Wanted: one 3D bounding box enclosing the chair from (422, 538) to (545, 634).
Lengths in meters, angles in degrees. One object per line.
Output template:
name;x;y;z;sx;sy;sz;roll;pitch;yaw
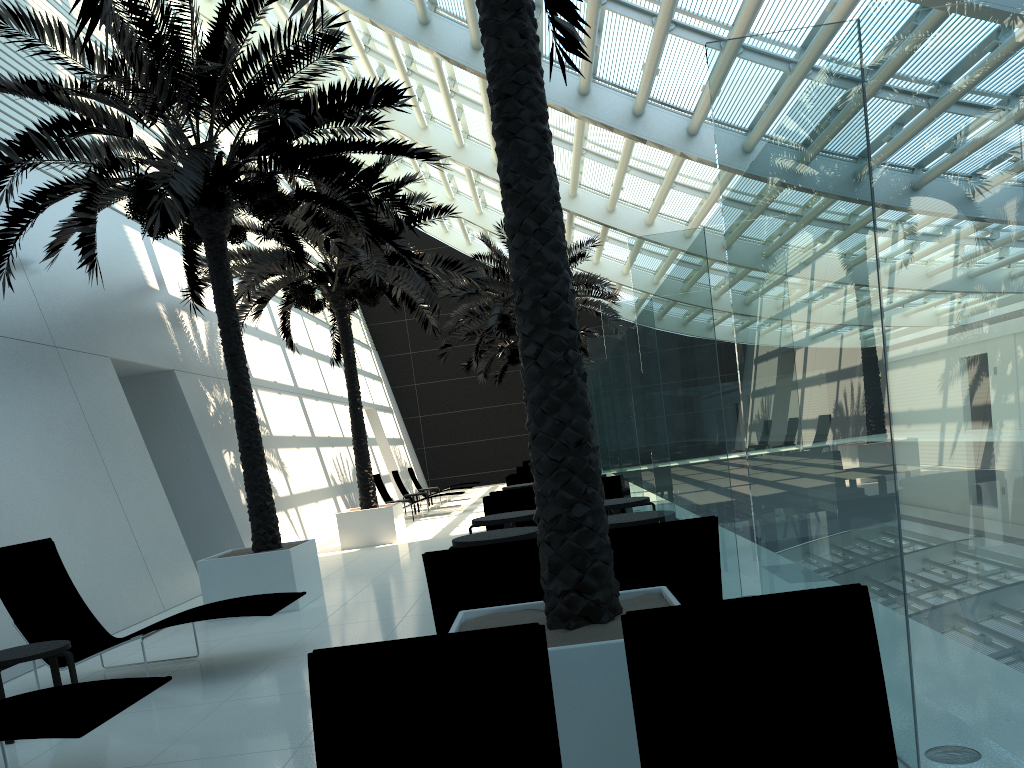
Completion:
chair;-0.080;1.360;5.310;0.717;0.894;0.881;-7;1;2

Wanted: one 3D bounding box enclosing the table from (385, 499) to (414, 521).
table;-2.565;2.904;19.814;0.559;0.521;0.545;-7;1;41

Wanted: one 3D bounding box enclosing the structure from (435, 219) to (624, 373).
structure;0.607;-0.596;22.453;4.815;7.077;4.410;-8;3;-4

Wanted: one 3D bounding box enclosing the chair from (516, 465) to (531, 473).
chair;0.492;2.368;20.626;0.717;0.894;0.881;-7;1;2

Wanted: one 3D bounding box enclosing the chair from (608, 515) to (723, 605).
chair;0.844;1.234;5.260;0.717;0.894;0.881;-7;1;2

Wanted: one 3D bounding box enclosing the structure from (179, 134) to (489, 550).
structure;-2.997;-0.565;15.217;4.323;6.950;4.553;-5;4;36

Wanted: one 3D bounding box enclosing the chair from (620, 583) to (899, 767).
chair;0.710;1.031;2.137;0.717;0.894;0.881;-7;1;2

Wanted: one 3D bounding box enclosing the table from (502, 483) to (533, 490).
table;0.229;1.973;13.749;0.686;0.787;0.668;-6;3;41

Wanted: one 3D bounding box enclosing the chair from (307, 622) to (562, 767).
chair;-0.214;1.157;2.186;0.717;0.894;0.881;-7;1;2

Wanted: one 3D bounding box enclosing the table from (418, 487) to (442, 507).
table;-2.365;3.247;25.036;0.559;0.521;0.545;-7;1;45

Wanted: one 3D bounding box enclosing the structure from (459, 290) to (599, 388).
structure;0.944;-0.065;30.592;4.420;7.075;4.808;-9;3;-19

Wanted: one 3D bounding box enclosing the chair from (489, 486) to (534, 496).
chair;0.142;1.741;11.101;0.717;0.894;0.881;-7;1;2

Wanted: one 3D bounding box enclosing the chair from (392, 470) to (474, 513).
chair;-2.086;2.772;23.491;2.039;1.167;0.914;-8;2;3

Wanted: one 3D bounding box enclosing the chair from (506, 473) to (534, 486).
chair;0.278;2.002;15.045;0.717;0.894;0.881;-7;1;2

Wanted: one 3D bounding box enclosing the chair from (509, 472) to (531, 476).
chair;0.358;2.111;16.741;0.717;0.894;0.881;-7;1;2

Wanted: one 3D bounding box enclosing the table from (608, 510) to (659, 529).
table;0.903;1.366;6.442;0.685;0.787;0.669;-6;3;45

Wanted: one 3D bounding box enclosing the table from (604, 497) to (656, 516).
table;0.974;1.471;8.058;0.686;0.787;0.668;-6;3;41

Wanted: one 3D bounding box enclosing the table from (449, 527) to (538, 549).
table;-0.058;1.498;6.493;0.685;0.787;0.669;-6;3;45

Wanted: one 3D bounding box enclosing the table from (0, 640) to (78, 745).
table;-3.108;1.972;5.626;0.559;0.521;0.545;-7;1;45

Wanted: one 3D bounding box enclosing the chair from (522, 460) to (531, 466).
chair;0.709;2.742;26.315;0.717;0.894;0.881;-7;1;2

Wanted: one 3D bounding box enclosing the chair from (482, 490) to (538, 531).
chair;0.062;1.630;9.393;0.717;0.894;0.881;-7;1;2

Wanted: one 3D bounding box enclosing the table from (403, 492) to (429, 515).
table;-2.467;3.073;22.385;0.559;0.521;0.545;-7;1;45

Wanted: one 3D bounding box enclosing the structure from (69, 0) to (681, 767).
structure;-0.120;-1.853;3.317;4.855;7.077;4.374;-6;4;21

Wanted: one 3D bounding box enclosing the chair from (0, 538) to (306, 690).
chair;-2.727;1.671;6.732;2.039;1.167;0.914;-8;2;3

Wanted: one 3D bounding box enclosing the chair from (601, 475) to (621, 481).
chair;1.066;1.614;11.051;0.717;0.894;0.881;-7;1;2

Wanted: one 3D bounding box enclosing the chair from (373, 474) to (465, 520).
chair;-2.184;2.603;20.920;2.039;1.167;0.914;-8;2;3

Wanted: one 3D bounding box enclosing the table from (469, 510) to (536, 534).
table;0.013;1.603;8.109;0.686;0.787;0.668;-6;3;41

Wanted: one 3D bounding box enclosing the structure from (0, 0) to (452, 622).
structure;-3.019;-0.957;9.211;4.603;6.889;4.276;-9;4;-19

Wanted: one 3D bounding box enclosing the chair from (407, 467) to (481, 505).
chair;-1.984;2.946;26.142;2.039;1.167;0.914;-8;2;3

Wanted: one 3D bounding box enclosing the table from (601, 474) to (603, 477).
table;1.190;1.842;13.698;0.686;0.787;0.668;-6;3;41

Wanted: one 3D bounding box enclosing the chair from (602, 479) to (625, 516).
chair;0.986;1.504;9.343;0.717;0.894;0.881;-7;1;2

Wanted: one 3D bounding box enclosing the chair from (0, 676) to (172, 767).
chair;-2.825;1.502;4.161;2.039;1.167;0.914;-8;2;3
